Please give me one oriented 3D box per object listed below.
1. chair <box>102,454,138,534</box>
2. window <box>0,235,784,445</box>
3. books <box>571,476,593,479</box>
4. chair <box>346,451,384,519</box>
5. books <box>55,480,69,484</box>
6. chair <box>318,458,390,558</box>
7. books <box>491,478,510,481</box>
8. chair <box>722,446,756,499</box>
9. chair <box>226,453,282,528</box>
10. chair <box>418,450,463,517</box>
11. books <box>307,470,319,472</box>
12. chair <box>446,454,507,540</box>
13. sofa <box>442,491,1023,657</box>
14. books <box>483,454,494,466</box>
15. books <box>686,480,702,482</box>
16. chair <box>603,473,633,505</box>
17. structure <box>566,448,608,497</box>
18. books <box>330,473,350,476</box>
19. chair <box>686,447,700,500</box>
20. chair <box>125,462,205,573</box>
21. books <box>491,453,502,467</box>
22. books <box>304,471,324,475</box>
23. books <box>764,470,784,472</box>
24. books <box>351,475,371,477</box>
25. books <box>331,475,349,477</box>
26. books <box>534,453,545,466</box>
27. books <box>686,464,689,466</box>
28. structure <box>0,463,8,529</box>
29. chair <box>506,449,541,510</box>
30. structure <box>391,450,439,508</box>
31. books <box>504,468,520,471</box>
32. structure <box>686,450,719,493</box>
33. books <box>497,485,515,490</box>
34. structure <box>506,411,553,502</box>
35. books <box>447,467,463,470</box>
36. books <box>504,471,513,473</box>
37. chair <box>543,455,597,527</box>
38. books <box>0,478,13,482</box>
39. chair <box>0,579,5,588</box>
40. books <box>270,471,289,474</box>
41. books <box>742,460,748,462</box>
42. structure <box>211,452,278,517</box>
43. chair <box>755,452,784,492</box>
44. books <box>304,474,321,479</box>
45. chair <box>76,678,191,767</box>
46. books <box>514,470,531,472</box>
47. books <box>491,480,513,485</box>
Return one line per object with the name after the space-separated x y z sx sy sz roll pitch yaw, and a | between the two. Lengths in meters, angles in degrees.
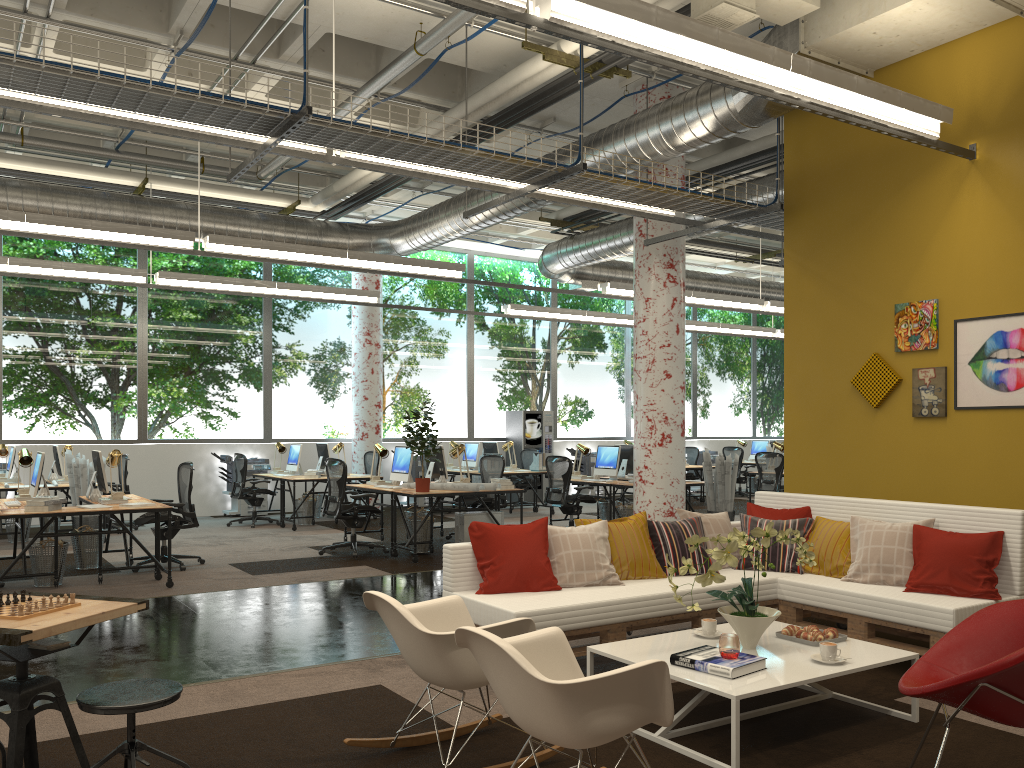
-5.629 1.520 12.342 0.770 1.085 0.793 -1 -1 41 | chair
-1.669 -0.777 16.861 26.207 3.763 0.050 2 -1 -33 | window
0.977 1.329 12.593 0.225 0.038 0.309 2 -4 -33 | books
-2.450 1.630 14.396 0.770 1.085 0.793 -1 -1 41 | chair
-5.839 1.275 11.591 0.225 0.038 0.309 2 -4 -33 | books
-1.828 1.378 10.085 0.770 1.085 0.793 -1 -1 41 | chair
-0.134 1.091 10.093 0.153 0.030 0.185 2 -4 -35 | books
4.827 1.869 18.876 0.770 1.085 0.793 -1 -1 41 | chair
-3.874 1.569 13.255 0.770 1.085 0.793 -1 -1 41 | chair
-1.250 1.660 14.950 0.770 1.085 0.793 -1 -1 41 | chair
-2.884 1.260 12.846 0.153 0.030 0.185 0 -3 -5 | books
-0.404 1.439 11.226 0.770 1.085 0.793 -1 -1 41 | chair
1.317 1.207 5.265 2.856 0.931 2.019 2 -3 -33 | sofa
-0.380 1.291 14.429 0.068 0.310 0.234 0 -1 -33 | books
2.416 1.303 11.892 0.243 0.019 0.205 0 -3 5 | books
2.098 1.775 17.113 0.770 1.085 0.793 -1 -1 41 | chair
1.653 1.868 18.601 1.058 1.057 0.503 1 -1 -33 | structure
-2.660 1.385 13.644 0.225 0.038 0.309 2 -4 -33 | books
3.522 1.836 18.254 0.770 1.085 0.793 -1 -1 41 | chair
-3.573 1.350 9.145 0.770 1.085 0.793 -1 -1 41 | chair
-0.256 1.295 14.509 0.068 0.310 0.234 0 -1 -33 | books
-2.868 1.291 12.846 0.193 0.044 0.257 -1 -3 15 | books
4.373 1.440 14.670 0.225 0.038 0.309 2 -4 -33 | books
-2.264 1.373 13.253 0.200 0.024 0.235 -2 -4 30 | books
-2.577 1.368 13.101 0.243 0.019 0.205 -2 -4 34 | books
0.470 1.320 14.978 0.068 0.310 0.234 0 -1 -33 | books
3.313 1.591 17.503 0.225 0.038 0.309 2 -4 -33 | books
-7.593 1.549 12.624 1.058 1.057 0.503 1 -1 -33 | structure
0.174 1.721 16.091 0.770 1.085 0.793 -1 -1 41 | chair
-1.696 1.753 16.437 1.058 1.057 0.503 1 -1 -33 | structure
-0.036 1.476 15.340 0.225 0.038 0.309 2 -4 -33 | books
4.381 1.962 20.363 1.058 1.057 0.503 1 -1 -33 | structure
-0.131 1.169 10.076 0.200 0.050 0.272 2 -4 -35 | books
0.357 1.447 17.762 0.750 1.810 0.638 0 0 -33 | structure
-1.041 1.495 15.701 0.225 0.038 0.309 2 -4 -33 | books
-0.138 1.452 14.677 0.243 0.019 0.205 -2 -4 34 | books
0.767 1.494 11.842 0.770 1.085 0.793 -1 -1 41 | chair
-6.844 1.295 11.952 0.225 0.038 0.309 2 -4 -33 | books
-4.997 1.289 8.005 0.770 1.085 0.793 -1 -1 41 | chair
-3.665 1.404 14.006 0.225 0.038 0.309 2 -4 -33 | books
5.036 1.705 19.627 0.225 0.038 0.309 2 -4 -33 | books
-4.414 1.659 14.678 1.058 1.057 0.503 1 -1 -33 | structure
4.163 1.605 13.919 0.770 1.085 0.793 -1 -1 41 | chair
-2.890 1.337 12.830 0.200 0.050 0.272 0 -3 -5 | books
-1.331 1.320 3.091 0.346 0.497 0.338 0 -1 17 | chair
0.175 1.457 14.829 0.200 0.024 0.235 -2 -4 30 | books
-0.120 1.123 10.101 0.193 0.044 0.257 1 -3 -15 | books
